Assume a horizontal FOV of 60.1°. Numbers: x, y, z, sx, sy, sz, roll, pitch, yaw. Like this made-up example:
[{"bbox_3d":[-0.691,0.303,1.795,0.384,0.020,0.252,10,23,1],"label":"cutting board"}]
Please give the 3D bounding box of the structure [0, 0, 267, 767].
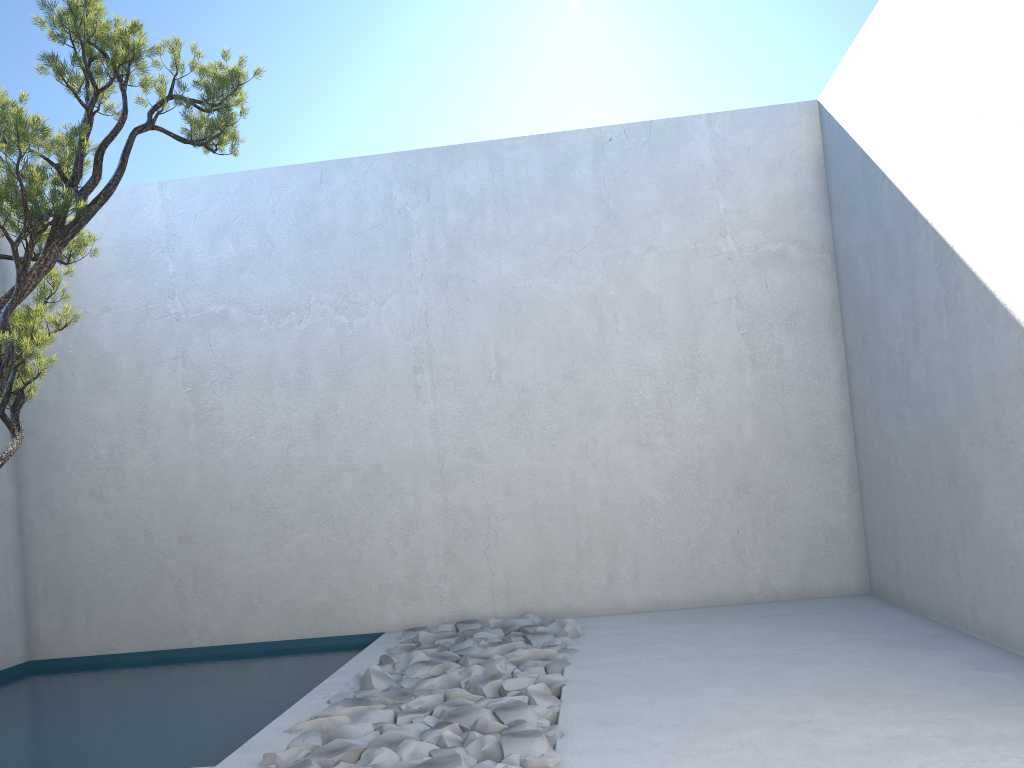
[{"bbox_3d":[-1.915,-0.285,2.119,2.586,3.457,2.531,-5,-4,-2],"label":"structure"}]
